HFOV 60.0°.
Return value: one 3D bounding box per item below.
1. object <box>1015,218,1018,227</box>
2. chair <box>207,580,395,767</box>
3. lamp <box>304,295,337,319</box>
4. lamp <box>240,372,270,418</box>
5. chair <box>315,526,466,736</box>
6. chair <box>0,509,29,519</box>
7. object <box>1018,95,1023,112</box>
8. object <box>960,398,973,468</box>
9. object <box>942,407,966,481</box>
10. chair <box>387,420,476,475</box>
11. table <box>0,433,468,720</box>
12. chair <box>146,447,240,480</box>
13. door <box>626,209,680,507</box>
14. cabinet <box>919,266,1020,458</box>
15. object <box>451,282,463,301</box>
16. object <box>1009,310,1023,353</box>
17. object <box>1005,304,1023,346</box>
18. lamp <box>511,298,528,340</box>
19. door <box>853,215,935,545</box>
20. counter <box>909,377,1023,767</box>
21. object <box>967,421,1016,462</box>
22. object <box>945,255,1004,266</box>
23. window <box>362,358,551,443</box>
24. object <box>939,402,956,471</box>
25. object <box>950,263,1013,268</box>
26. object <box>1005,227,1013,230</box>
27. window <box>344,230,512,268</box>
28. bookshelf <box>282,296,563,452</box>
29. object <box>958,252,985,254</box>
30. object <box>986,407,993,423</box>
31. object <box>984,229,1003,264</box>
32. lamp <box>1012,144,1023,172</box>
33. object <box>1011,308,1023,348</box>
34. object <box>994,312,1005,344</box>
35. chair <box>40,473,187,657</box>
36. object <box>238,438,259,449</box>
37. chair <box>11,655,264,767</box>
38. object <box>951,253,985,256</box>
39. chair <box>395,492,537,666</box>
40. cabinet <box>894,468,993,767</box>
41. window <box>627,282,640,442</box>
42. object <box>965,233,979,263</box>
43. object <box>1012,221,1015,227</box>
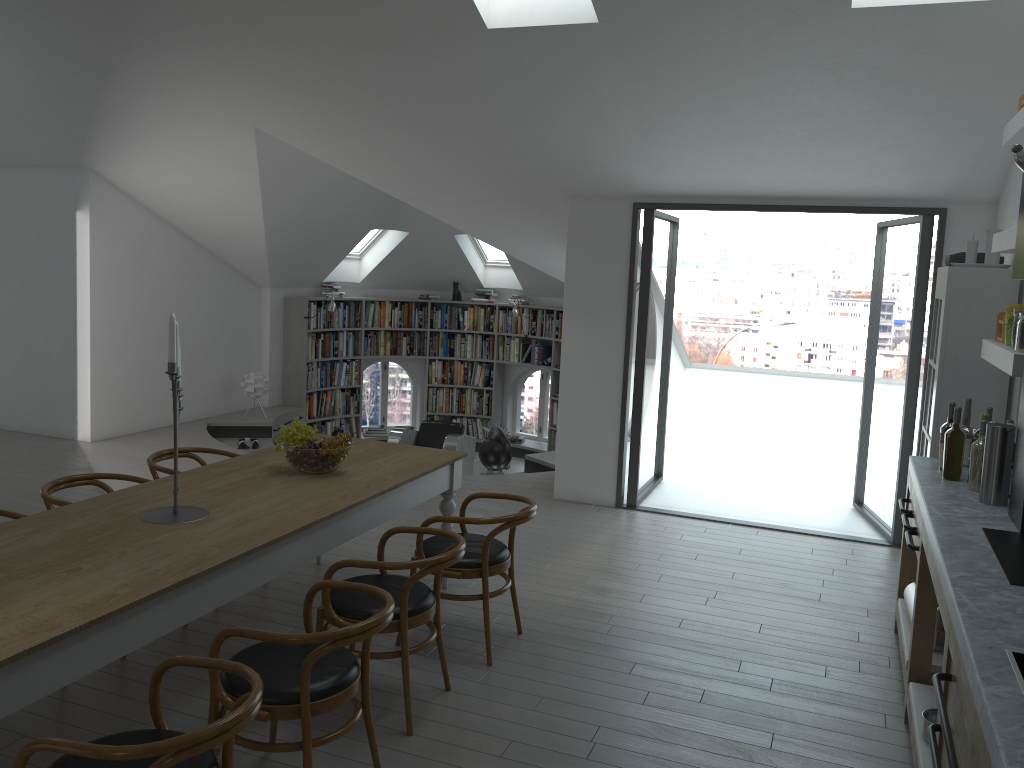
[{"bbox_3d":[2.485,-0.773,4.326,0.054,0.071,0.054,5,7,20],"label":"object"},{"bbox_3d":[-0.721,1.090,3.065,0.622,0.732,0.528,6,7,24],"label":"chair"},{"bbox_3d":[-2.353,-0.954,10.931,0.414,0.311,0.117,5,7,18],"label":"lamp"},{"bbox_3d":[-2.963,0.126,10.224,0.305,0.523,0.306,4,7,9],"label":"lamp"},{"bbox_3d":[-0.515,1.006,3.763,0.622,0.732,0.529,5,7,17],"label":"chair"},{"bbox_3d":[-2.270,0.934,3.708,0.622,0.732,0.529,5,7,16],"label":"chair"},{"bbox_3d":[2.524,-1.340,4.269,0.120,0.145,0.238,5,8,21],"label":"object"},{"bbox_3d":[2.324,0.249,4.548,0.086,0.359,0.088,8,8,42],"label":"object"},{"bbox_3d":[2.111,0.287,4.228,0.092,0.357,0.093,0,7,-25],"label":"object"},{"bbox_3d":[-0.924,0.824,10.228,0.823,0.717,0.743,5,7,16],"label":"chair"},{"bbox_3d":[-1.352,0.928,3.794,1.019,0.796,3.357,5,8,21],"label":"table"},{"bbox_3d":[-1.768,0.773,5.068,0.622,0.732,0.528,6,7,24],"label":"chair"},{"bbox_3d":[1.193,-0.241,7.432,0.080,2.339,1.054,5,7,21],"label":"door"},{"bbox_3d":[2.643,0.315,5.238,0.361,1.983,0.643,5,7,20],"label":"cabinet"},{"bbox_3d":[-0.743,-1.267,12.132,0.147,0.264,0.202,5,7,17],"label":"object"},{"bbox_3d":[2.221,-0.220,3.756,0.208,0.177,0.103,9,9,43],"label":"object"},{"bbox_3d":[2.366,-0.276,4.142,0.128,0.198,0.164,4,7,15],"label":"object"},{"bbox_3d":[0.104,-0.850,11.611,0.113,0.565,0.358,6,7,27],"label":"lamp"},{"bbox_3d":[2.882,-0.074,6.763,0.080,2.339,1.054,3,6,6],"label":"door"},{"bbox_3d":[1.421,0.543,1.537,0.962,0.617,6.592,5,8,21],"label":"counter"},{"bbox_3d":[2.312,0.319,4.265,0.184,0.285,0.184,-4,9,-45],"label":"object"},{"bbox_3d":[2.735,-0.698,5.255,0.299,0.119,0.299,5,8,21],"label":"object"},{"bbox_3d":[-0.686,0.204,12.375,3.231,1.147,0.619,3,6,7],"label":"window"},{"bbox_3d":[2.180,0.269,4.413,0.092,0.358,0.093,-2,7,-35],"label":"object"},{"bbox_3d":[2.627,-0.660,4.966,0.151,0.024,0.295,-5,11,-45],"label":"object"},{"bbox_3d":[2.483,-0.746,4.329,0.113,0.024,0.295,5,8,21],"label":"object"},{"bbox_3d":[-0.415,-1.830,11.173,4.058,0.711,1.937,5,8,21],"label":"window"},{"bbox_3d":[-0.495,-0.075,11.356,4.336,1.874,2.114,5,7,21],"label":"bookshelf"},{"bbox_3d":[2.736,-0.717,5.253,0.170,0.119,0.170,5,8,21],"label":"object"},{"bbox_3d":[2.379,0.280,4.445,0.085,0.330,0.085,6,7,29],"label":"object"},{"bbox_3d":[2.666,-0.750,4.918,0.072,0.210,0.071,9,9,44],"label":"object"},{"bbox_3d":[1.397,-0.534,2.315,0.165,0.177,0.115,8,9,39],"label":"lamp"},{"bbox_3d":[2.296,-0.247,3.956,0.120,0.182,0.120,7,8,36],"label":"object"},{"bbox_3d":[2.476,-0.276,4.381,0.120,0.145,0.238,5,8,21],"label":"object"},{"bbox_3d":[-1.993,0.856,4.378,0.622,0.732,0.528,5,7,21],"label":"chair"},{"bbox_3d":[-2.842,0.643,9.558,0.218,0.082,0.474,0,8,-16],"label":"object"},{"bbox_3d":[-0.991,1.168,2.396,0.622,0.732,0.529,5,7,17],"label":"chair"},{"bbox_3d":[2.735,-0.708,5.254,0.238,0.119,0.239,5,8,21],"label":"object"},{"bbox_3d":[-0.197,0.932,4.415,0.622,0.732,0.528,5,7,21],"label":"chair"},{"bbox_3d":[1.390,1.345,1.699,1.004,1.018,6.445,5,8,21],"label":"cabinet"},{"bbox_3d":[1.124,-0.203,8.204,0.104,1.466,1.474,5,7,21],"label":"window"},{"bbox_3d":[2.592,-0.757,4.995,0.054,0.195,0.054,-3,9,-44],"label":"object"},{"bbox_3d":[2.513,-0.776,4.395,0.057,0.061,0.058,5,7,20],"label":"object"}]
